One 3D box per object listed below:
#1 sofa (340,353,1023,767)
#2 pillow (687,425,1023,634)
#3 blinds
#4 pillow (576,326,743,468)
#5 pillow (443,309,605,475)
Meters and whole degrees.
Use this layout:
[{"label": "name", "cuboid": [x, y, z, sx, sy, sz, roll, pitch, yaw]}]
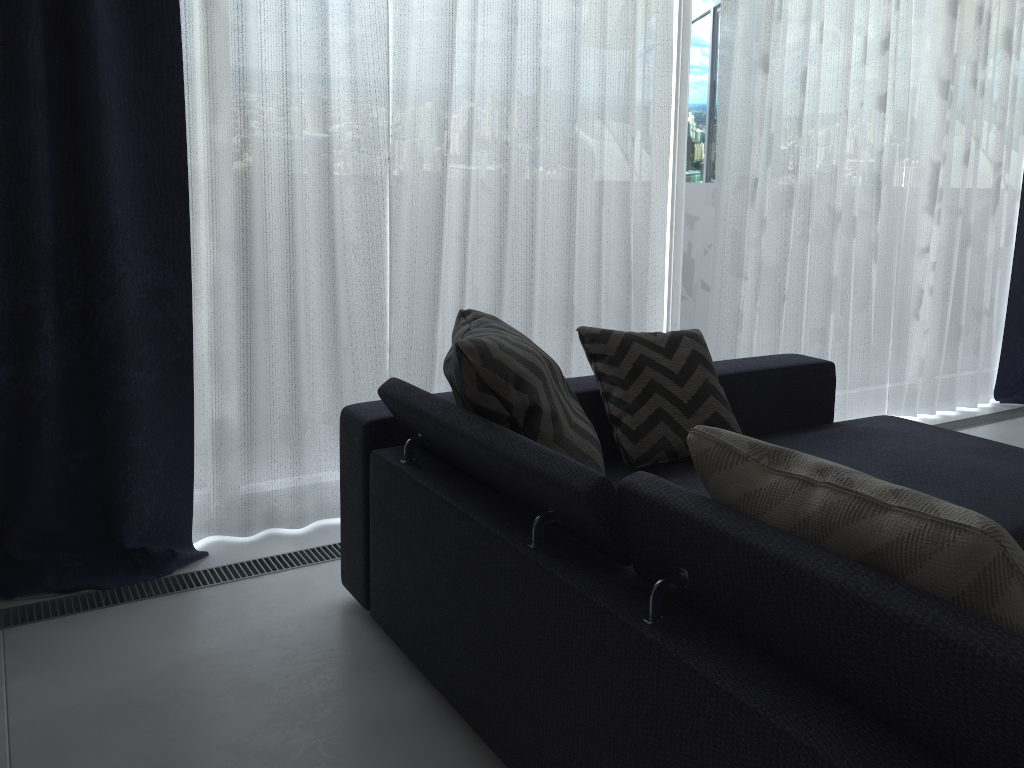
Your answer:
[{"label": "sofa", "cuboid": [1.117, 0.426, 1.474, 1.905, 0.600, 2.905, -6, 14, -30]}, {"label": "pillow", "cuboid": [0.503, 0.277, 1.197, 0.343, 0.383, 0.500, -5, 12, -30]}, {"label": "blinds", "cuboid": [2.016, -0.538, 0.961, 7.152, 2.737, 5.869, -5, 13, -27]}, {"label": "pillow", "cuboid": [0.416, 0.021, 2.402, 0.416, 0.340, 0.289, -4, 11, -26]}, {"label": "pillow", "cuboid": [0.026, 0.115, 1.989, 0.355, 0.511, 0.606, 1, 10, -1]}]
